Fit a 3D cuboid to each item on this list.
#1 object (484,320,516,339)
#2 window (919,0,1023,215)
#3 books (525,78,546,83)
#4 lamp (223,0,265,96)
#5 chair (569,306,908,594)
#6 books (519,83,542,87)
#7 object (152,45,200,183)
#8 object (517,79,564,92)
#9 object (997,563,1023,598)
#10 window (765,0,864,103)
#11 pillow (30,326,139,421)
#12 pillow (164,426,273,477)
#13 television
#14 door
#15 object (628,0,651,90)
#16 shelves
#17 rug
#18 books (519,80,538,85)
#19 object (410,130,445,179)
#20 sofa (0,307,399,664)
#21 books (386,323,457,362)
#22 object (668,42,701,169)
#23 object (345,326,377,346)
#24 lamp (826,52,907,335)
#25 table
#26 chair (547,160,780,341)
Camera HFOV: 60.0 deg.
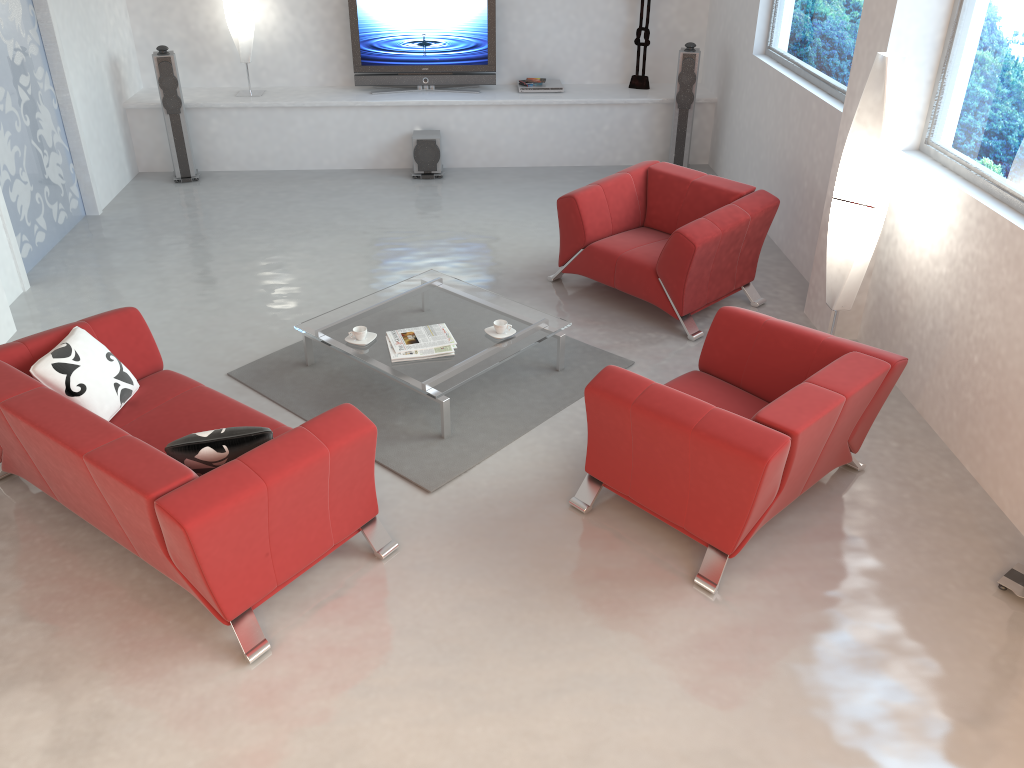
[{"bbox_3d":[-0.066,-0.314,4.980,0.153,0.069,0.153,-21,37,-31],"label":"object"},{"bbox_3d":[2.410,-1.476,3.493,0.100,1.800,2.400,-2,31,-3],"label":"window"},{"bbox_3d":[0.231,-2.944,8.594,0.190,0.015,0.135,4,31,5],"label":"books"},{"bbox_3d":[-2.483,-3.297,8.121,0.263,1.239,0.263,-6,31,-10],"label":"lamp"},{"bbox_3d":[1.030,0.188,4.069,1.288,0.738,0.951,-26,40,-37],"label":"chair"},{"bbox_3d":[0.180,-2.918,8.608,0.190,0.015,0.135,-22,37,-33],"label":"books"},{"bbox_3d":[-3.038,-2.431,7.987,0.255,1.184,0.273,-10,32,-16],"label":"object"},{"bbox_3d":[0.272,-2.909,8.652,0.430,0.045,0.352,-2,31,-3],"label":"object"},{"bbox_3d":[2.152,0.390,3.376,0.214,1.112,0.229,-22,37,-33],"label":"object"},{"bbox_3d":[2.232,-2.907,5.894,0.100,1.800,2.400,-2,31,-3],"label":"window"},{"bbox_3d":[-1.937,-0.024,4.047,0.288,0.343,0.402,2,31,3],"label":"pillow"},{"bbox_3d":[-1.137,0.285,3.537,0.402,0.343,0.288,-5,31,-10],"label":"pillow"},{"bbox_3d":[-0.831,-3.248,8.370,1.356,0.919,0.343,-2,31,-3],"label":"television"},{"bbox_3d":[-3.523,-2.140,6.157,0.240,2.550,1.600,-2,31,-3],"label":"door"},{"bbox_3d":[1.253,-3.397,8.436,0.331,1.130,0.108,11,33,18],"label":"object"},{"bbox_3d":[-0.821,-2.772,8.518,5.500,0.050,0.650,-2,31,-3],"label":"shelves"},{"bbox_3d":[-0.462,-0.093,5.235,1.700,0.025,1.700,24,38,34],"label":"rug"},{"bbox_3d":[0.179,-2.932,8.603,0.190,0.015,0.135,-12,33,-20],"label":"books"},{"bbox_3d":[-0.799,-2.161,8.346,0.336,0.374,0.337,-2,31,-3],"label":"object"},{"bbox_3d":[-1.523,0.286,3.877,1.929,0.738,0.951,21,36,30],"label":"sofa"},{"bbox_3d":[-0.499,-0.233,4.874,0.367,0.035,0.345,-7,32,-12],"label":"books"},{"bbox_3d":[1.600,-2.559,8.249,0.255,1.184,0.273,6,31,10],"label":"object"},{"bbox_3d":[-0.837,-0.273,4.904,0.153,0.069,0.153,12,33,19],"label":"object"},{"bbox_3d":[1.863,-0.855,4.811,0.313,1.779,0.313,-6,31,-10],"label":"lamp"},{"bbox_3d":[-0.453,-0.222,5.169,1.162,0.286,1.097,24,38,34],"label":"table"},{"bbox_3d":[1.011,-0.970,6.012,0.951,0.738,1.288,-26,40,-37],"label":"chair"}]
